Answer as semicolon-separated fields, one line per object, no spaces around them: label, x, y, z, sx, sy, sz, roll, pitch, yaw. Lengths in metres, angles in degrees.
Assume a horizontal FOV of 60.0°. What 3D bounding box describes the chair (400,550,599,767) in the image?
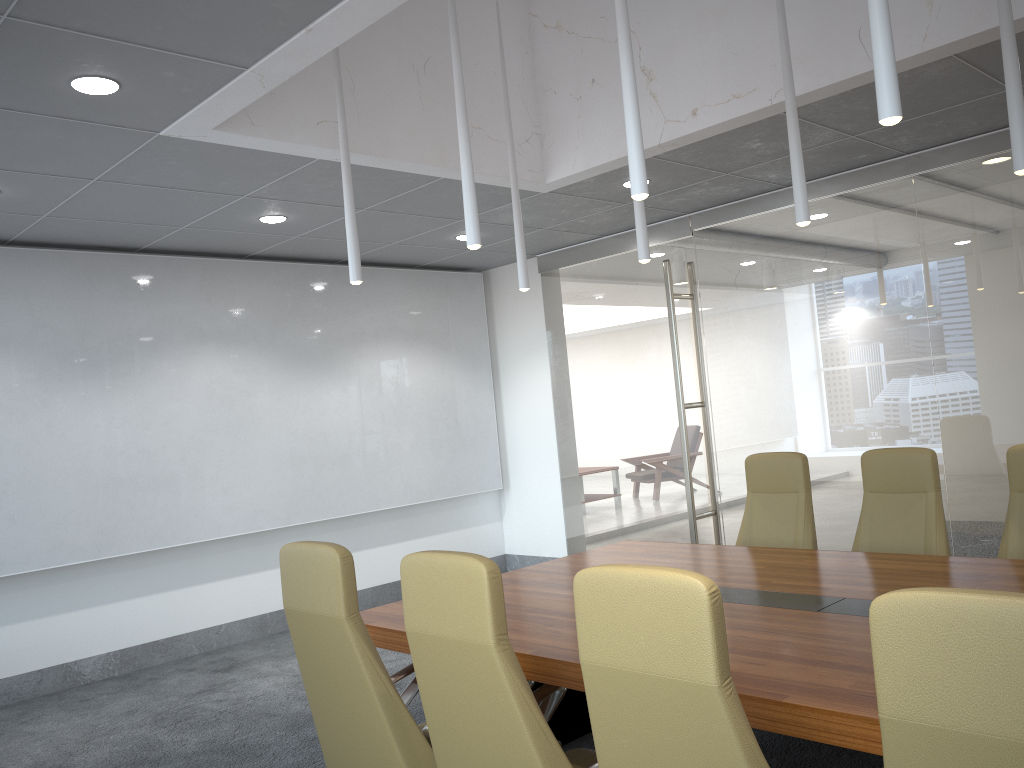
chair;0.170;1.213;3.101;0.955;1.406;0.711;-4;-3;-44

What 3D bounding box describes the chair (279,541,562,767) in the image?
chair;-0.380;1.284;3.673;0.955;1.406;0.711;-4;-3;-44

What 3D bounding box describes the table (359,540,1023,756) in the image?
table;2.229;1.266;2.845;2.300;0.895;6.500;-4;-3;-44

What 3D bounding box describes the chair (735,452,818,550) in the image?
chair;1.478;1.166;5.492;0.955;1.406;0.711;-4;-3;-44

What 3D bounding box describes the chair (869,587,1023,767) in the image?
chair;1.269;1.072;1.959;0.955;1.406;0.711;-4;-3;-44

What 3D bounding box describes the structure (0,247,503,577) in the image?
structure;2.100;-0.488;2.943;6.600;2.466;13.989;-4;-3;-44

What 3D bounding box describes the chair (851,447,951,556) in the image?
chair;2.030;1.096;4.918;0.955;1.406;0.711;-4;-3;-44

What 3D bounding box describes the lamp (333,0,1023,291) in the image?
lamp;1.913;-2.078;2.953;2.619;2.378;7.258;-4;-3;-44

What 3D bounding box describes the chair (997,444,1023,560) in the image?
chair;2.589;1.024;4.338;0.955;1.406;0.711;-4;-3;-44

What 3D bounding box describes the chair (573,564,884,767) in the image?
chair;0.706;1.144;2.544;0.955;1.406;0.711;-4;-3;-44
